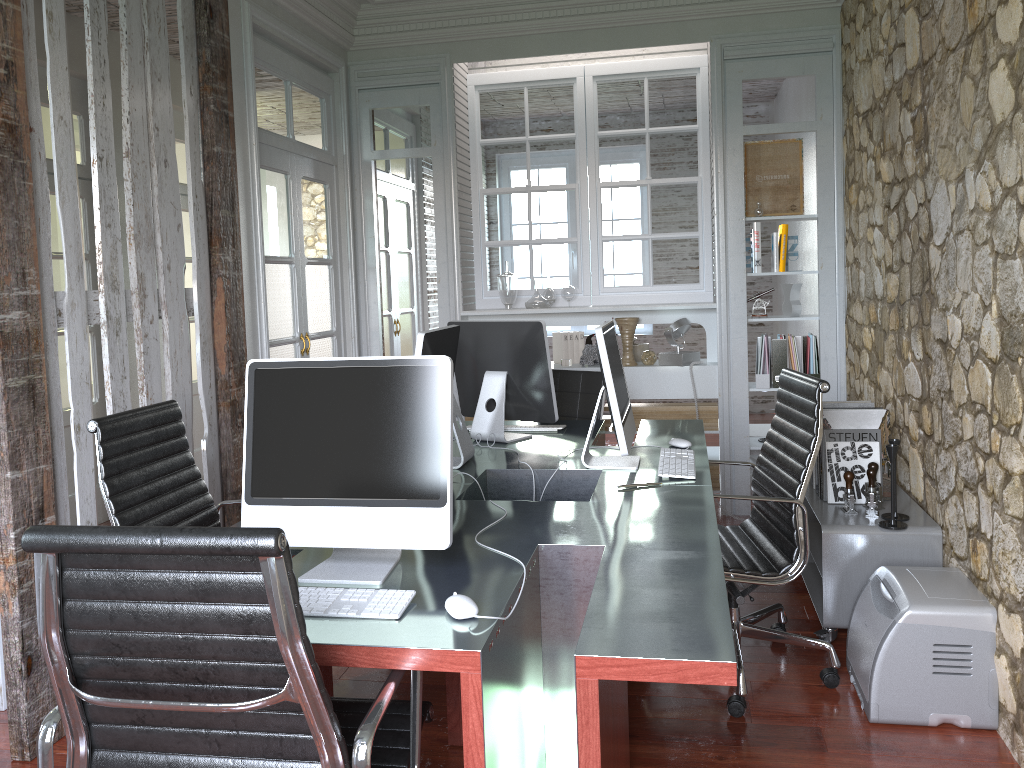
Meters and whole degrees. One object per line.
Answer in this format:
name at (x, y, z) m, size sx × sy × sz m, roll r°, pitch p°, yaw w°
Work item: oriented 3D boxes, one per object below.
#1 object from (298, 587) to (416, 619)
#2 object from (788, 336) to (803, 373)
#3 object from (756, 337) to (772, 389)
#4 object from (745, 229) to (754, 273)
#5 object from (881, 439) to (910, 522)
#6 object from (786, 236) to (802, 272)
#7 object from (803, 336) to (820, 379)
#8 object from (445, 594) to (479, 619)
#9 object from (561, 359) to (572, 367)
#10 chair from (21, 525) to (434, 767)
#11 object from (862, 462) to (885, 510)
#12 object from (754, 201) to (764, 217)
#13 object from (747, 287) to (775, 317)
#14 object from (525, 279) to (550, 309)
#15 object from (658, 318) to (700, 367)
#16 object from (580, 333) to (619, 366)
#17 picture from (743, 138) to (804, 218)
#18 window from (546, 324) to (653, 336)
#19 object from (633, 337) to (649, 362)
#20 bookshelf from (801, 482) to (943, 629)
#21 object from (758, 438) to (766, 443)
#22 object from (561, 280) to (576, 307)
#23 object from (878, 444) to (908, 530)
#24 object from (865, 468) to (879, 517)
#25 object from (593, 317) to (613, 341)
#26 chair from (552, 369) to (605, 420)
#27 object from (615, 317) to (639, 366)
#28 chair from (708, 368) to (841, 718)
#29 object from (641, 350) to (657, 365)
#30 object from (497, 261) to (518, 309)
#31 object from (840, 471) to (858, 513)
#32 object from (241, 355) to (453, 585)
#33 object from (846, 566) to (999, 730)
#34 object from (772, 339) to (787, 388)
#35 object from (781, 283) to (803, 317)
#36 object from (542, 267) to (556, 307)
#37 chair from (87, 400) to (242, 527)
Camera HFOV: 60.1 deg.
object at (-0.421, 0.440, 1.796) m, size 0.439 × 0.017 × 0.119 m, roll -1°, pitch 7°, yaw 11°
object at (1.614, -0.125, 5.042) m, size 0.078 × 0.277 × 0.240 m, roll -1°, pitch 5°, yaw 17°
object at (1.448, -0.125, 5.099) m, size 0.078 × 0.277 × 0.240 m, roll -1°, pitch 5°, yaw 19°
object at (1.347, -0.764, 5.114) m, size 0.078 × 0.248 × 0.116 m, roll -1°, pitch 4°, yaw 11°
object at (1.393, 0.346, 3.221) m, size 0.095 × 0.288 × 0.095 m, roll -4°, pitch 4°, yaw -29°
object at (1.610, -0.768, 5.063) m, size 0.078 × 0.248 × 0.116 m, roll -1°, pitch 4°, yaw 11°
object at (1.704, -0.128, 5.040) m, size 0.078 × 0.277 × 0.240 m, roll -1°, pitch 5°, yaw 15°
object at (-0.101, 0.430, 1.726) m, size 0.059 × 0.028 × 0.106 m, roll -4°, pitch 7°, yaw -20°
object at (0.321, -0.124, 5.222) m, size 0.066 × 0.040 × 0.066 m, roll -6°, pitch 7°, yaw -31°
chair at (-0.499, 0.691, 1.646) m, size 0.665 × 1.019 × 0.702 m, roll -1°, pitch 5°, yaw 15°
object at (1.380, 0.385, 3.382) m, size 0.048 × 0.175 × 0.088 m, roll -3°, pitch 4°, yaw -15°
object at (1.382, -0.980, 4.959) m, size 0.056 × 0.089 × 0.056 m, roll -1°, pitch 4°, yaw 14°
object at (1.399, -0.466, 5.041) m, size 0.177 × 0.161 × 0.093 m, roll 2°, pitch 6°, yaw 39°
object at (0.149, -0.524, 5.274) m, size 0.148 × 0.200 × 0.148 m, roll -3°, pitch 5°, yaw -6°
object at (0.967, -0.248, 5.141) m, size 0.188 × 0.271 × 0.167 m, roll -6°, pitch 6°, yaw -44°
object at (0.512, -0.210, 5.349) m, size 0.158 × 0.179 × 0.384 m, roll 2°, pitch 7°, yaw 37°
picture at (1.482, -1.162, 5.015) m, size 0.326 × 0.433 × 0.009 m, roll -1°, pitch 4°, yaw 11°
window at (0.647, -1.396, 9.008) m, size 1.539 × 1.932 × 0.128 m, roll -1°, pitch 4°, yaw 11°
object at (0.760, -0.216, 5.433) m, size 0.159 × 0.152 × 0.217 m, roll -2°, pitch 6°, yaw -4°
bookshelf at (1.407, 0.663, 3.726) m, size 0.436 × 0.458 × 1.200 m, roll -1°, pitch 6°, yaw 11°
object at (1.607, 0.318, 5.144) m, size 0.238 × 0.040 × 0.294 m, roll -6°, pitch 8°, yaw -33°
object at (0.345, -0.540, 5.403) m, size 0.094 × 0.187 × 0.094 m, roll -3°, pitch 4°, yaw -14°
object at (1.343, 0.359, 3.125) m, size 0.095 × 0.288 × 0.095 m, roll -2°, pitch 4°, yaw 7°
object at (1.335, 0.398, 3.286) m, size 0.048 × 0.175 × 0.088 m, roll -1°, pitch 4°, yaw 22°
object at (0.559, -0.245, 5.165) m, size 0.128 × 0.286 × 0.129 m, roll -4°, pitch 4°, yaw -22°
chair at (0.133, 0.417, 4.263) m, size 0.475 × 0.916 × 0.603 m, roll 1°, pitch 6°, yaw 41°
object at (0.678, -0.248, 5.192) m, size 0.143 × 0.278 × 0.144 m, roll 0°, pitch 5°, yaw 25°
chair at (0.732, 0.485, 3.031) m, size 0.699 × 1.019 × 0.668 m, roll -2°, pitch 4°, yaw 7°
object at (0.800, -0.155, 5.180) m, size 0.092 × 0.087 × 0.093 m, roll -7°, pitch 7°, yaw -42°
object at (-0.025, -0.590, 5.386) m, size 0.129 × 0.314 × 0.129 m, roll 1°, pitch 5°, yaw 36°
object at (1.274, 0.404, 3.347) m, size 0.048 × 0.152 × 0.088 m, roll -2°, pitch 4°, yaw 6°
object at (-0.362, 0.181, 1.995) m, size 0.483 × 0.483 × 0.190 m, roll -1°, pitch 4°, yaw 11°
object at (1.279, 0.809, 2.811) m, size 0.362 × 0.386 × 0.402 m, roll -1°, pitch 5°, yaw 11°
object at (1.539, -0.128, 5.094) m, size 0.078 × 0.277 × 0.246 m, roll -1°, pitch 5°, yaw 16°
object at (1.590, -0.475, 5.031) m, size 0.063 × 0.188 × 0.126 m, roll -3°, pitch 5°, yaw -16°
object at (0.223, -0.575, 5.378) m, size 0.088 × 0.270 × 0.088 m, roll -2°, pitch 4°, yaw 6°
chair at (-0.873, 0.583, 2.693) m, size 0.699 × 1.019 × 0.668 m, roll -2°, pitch 4°, yaw 5°
